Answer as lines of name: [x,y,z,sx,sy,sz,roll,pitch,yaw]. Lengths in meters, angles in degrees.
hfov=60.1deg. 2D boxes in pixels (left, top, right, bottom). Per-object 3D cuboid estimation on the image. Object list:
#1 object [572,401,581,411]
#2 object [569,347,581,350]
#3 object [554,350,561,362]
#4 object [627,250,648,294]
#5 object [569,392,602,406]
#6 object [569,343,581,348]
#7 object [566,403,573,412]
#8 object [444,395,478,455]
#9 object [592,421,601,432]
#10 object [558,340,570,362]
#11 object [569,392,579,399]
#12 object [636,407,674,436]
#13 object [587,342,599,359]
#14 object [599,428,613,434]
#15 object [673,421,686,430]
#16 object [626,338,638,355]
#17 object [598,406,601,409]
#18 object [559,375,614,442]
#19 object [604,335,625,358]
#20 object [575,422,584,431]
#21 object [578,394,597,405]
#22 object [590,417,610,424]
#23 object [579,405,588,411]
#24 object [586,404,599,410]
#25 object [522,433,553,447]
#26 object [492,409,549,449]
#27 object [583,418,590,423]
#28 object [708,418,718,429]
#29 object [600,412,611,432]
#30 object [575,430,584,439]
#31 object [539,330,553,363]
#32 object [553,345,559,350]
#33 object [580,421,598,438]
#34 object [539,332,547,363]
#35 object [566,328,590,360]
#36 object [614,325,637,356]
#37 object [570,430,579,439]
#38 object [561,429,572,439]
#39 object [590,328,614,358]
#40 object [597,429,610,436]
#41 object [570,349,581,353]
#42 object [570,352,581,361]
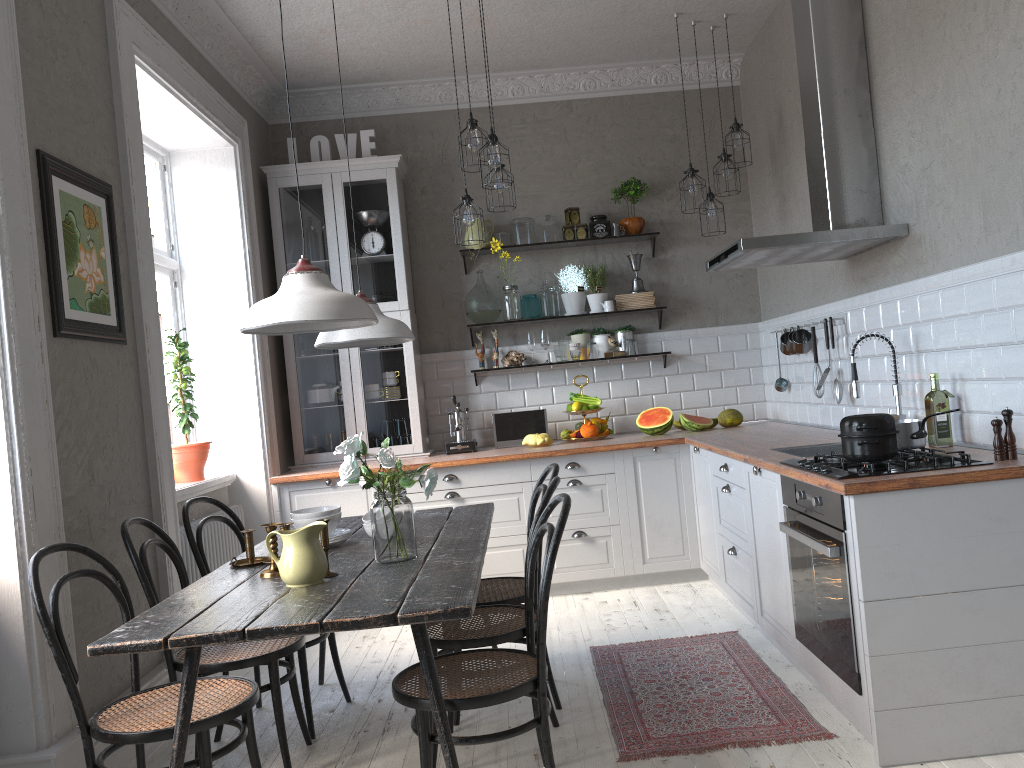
object: [0.411,0.143,5.624,0.058,0.069,0.080,-6,0,19]
object: [0.415,-0.214,5.799,0.076,0.051,0.078,-6,0,18]
object: [0.319,-0.186,5.914,0.077,0.083,0.079,-6,0,17]
object: [0.830,-0.744,5.910,0.132,0.287,0.129,-5,0,-16]
object: [0.469,0.095,5.670,0.210,0.101,0.067,-5,0,5]
object: [0.413,-0.239,5.799,0.078,0.051,0.076,-5,0,-15]
object: [0.398,0.161,5.699,0.097,0.078,0.100,-5,0,-14]
object: [-0.339,0.254,5.616,0.206,0.370,0.353,-5,0,0]
object: [0.524,0.273,5.648,0.087,0.078,0.089,-6,0,26]
object: [0.347,-0.217,5.840,0.080,0.139,0.077,-5,0,-28]
object: [0.401,0.080,5.672,0.074,0.058,0.050,-5,0,-24]
object: [0.894,0.236,5.541,0.232,0.174,0.220,-6,0,21]
object: [0.531,-0.219,5.857,0.078,0.108,0.077,-5,0,-7]
object: [0.561,0.307,5.763,0.212,0.044,0.055,-6,0,37]
object: [1.138,0.267,5.770,0.198,0.067,0.103,-5,0,5]
object: [0.790,-0.244,5.841,0.078,0.108,0.077,-5,0,-7]
object: [0.551,0.152,5.708,0.052,0.050,0.049,-5,0,8]
object: [0.461,0.152,5.696,0.356,0.425,0.348,-5,0,-16]
object: [0.680,-0.250,5.855,0.121,0.147,0.099,-5,0,-33]
object: [0.461,0.281,5.768,0.077,0.076,0.156,-6,0,26]
object: [0.499,0.103,5.739,0.178,0.096,0.089,-6,0,19]
object: [0.567,0.242,5.722,0.128,0.056,0.059,-5,0,-9]
object: [0.454,0.162,5.641,0.063,0.061,0.066,-5,0,-1]
object: [0.510,0.158,5.677,0.077,0.062,0.099,-5,0,-28]
object: [0.159,0.349,5.518,0.197,0.083,0.189,-5,0,0]
object: [0.056,0.289,5.717,0.352,0.226,0.088,-5,0,-2]
object: [0.492,0.267,5.761,0.086,0.093,0.086,-5,0,-5]
object: [1.255,0.253,5.677,0.204,0.073,0.117,-5,0,-38]
object: [0.595,0.245,5.716,0.060,0.120,0.127,-6,0,23]
object: [0.420,0.331,5.692,0.070,0.076,0.226,-5,0,-18]
object: [0.224,-0.244,5.802,0.083,0.217,0.081,-5,0,-15]
object: [0.316,-0.219,5.914,0.077,0.083,0.079,-6,0,17]
object: [0.485,0.288,5.572,0.115,0.110,0.109,-5,0,-34]
object: [0.222,-0.243,5.892,0.083,0.217,0.081,-5,0,-15]
object: [0.447,-0.266,5.926,0.159,0.217,0.154,-5,0,-21]
object: [0.768,-0.291,5.954,0.159,0.213,0.152,-5,0,-3]
object: [0.404,0.323,5.676,0.084,0.057,0.090,-6,0,31]
object: [0.365,0.324,5.711,0.075,0.072,0.154,-6,0,29]
object: [0.603,-0.276,5.940,0.170,0.214,0.150,-6,0,29]
object: [0.578,0.315,5.642,0.069,0.051,0.088,-5,0,-43]
object: [0.417,-0.197,5.799,0.078,0.051,0.077,-5,0,-8]
object: [0.418,-0.180,5.799,0.078,0.051,0.077,-5,0,-8]
